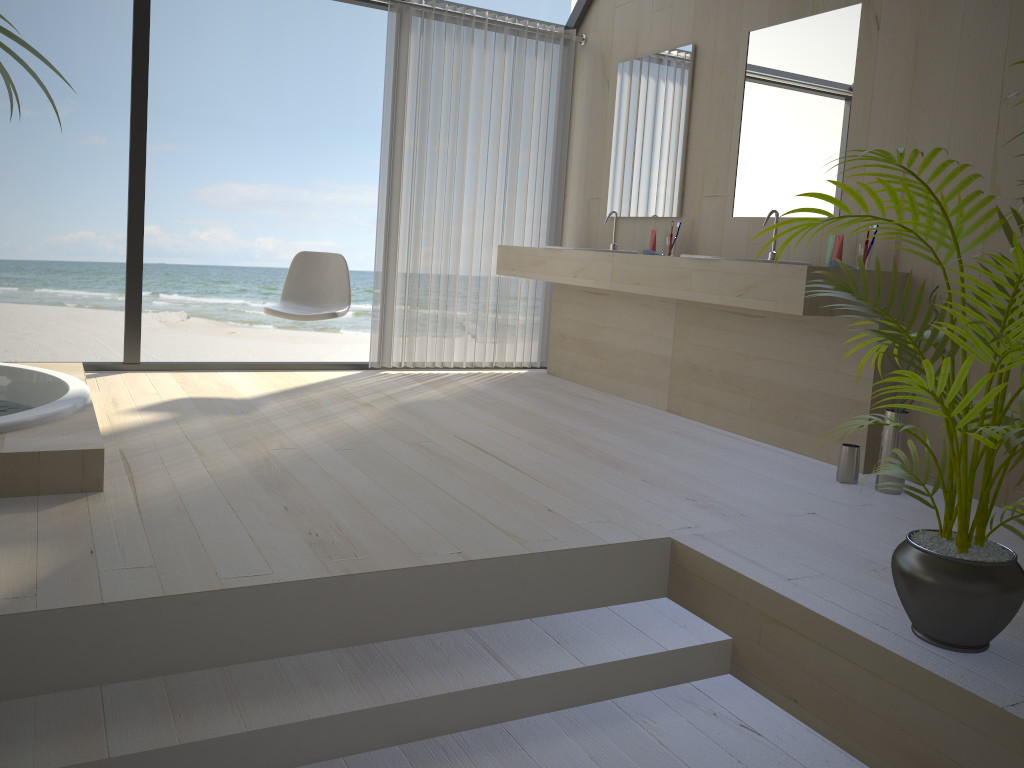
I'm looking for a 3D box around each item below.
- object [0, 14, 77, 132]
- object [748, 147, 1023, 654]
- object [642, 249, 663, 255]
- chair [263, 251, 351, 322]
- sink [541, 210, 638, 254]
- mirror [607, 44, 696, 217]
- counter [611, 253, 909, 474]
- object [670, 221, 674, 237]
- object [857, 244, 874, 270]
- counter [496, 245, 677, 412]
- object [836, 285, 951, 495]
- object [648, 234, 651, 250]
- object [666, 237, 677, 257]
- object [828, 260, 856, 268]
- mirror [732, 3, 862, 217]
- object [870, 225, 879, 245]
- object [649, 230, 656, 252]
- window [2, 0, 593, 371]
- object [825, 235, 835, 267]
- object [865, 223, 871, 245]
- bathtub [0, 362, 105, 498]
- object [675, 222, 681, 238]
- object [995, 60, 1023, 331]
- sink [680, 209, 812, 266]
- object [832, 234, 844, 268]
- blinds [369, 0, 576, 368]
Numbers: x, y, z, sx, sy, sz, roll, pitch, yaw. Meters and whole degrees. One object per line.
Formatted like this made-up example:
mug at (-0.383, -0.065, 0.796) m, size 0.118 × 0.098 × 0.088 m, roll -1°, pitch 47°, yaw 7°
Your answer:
object at (-1.011, -0.107, 0.882) m, size 1.066 × 1.337 × 0.878 m, roll -2°, pitch 9°, yaw -39°
object at (0.926, -0.031, 1.825) m, size 0.916 × 1.150 × 0.755 m, roll 5°, pitch 7°, yaw 5°
object at (0.712, -0.665, 4.470) m, size 0.104 × 0.029 × 0.033 m, roll 6°, pitch 8°, yaw 12°
chair at (-1.015, -0.493, 4.470) m, size 0.369 × 0.345 × 0.457 m, roll 4°, pitch 8°, yaw 0°
sink at (0.416, -0.736, 4.772) m, size 0.504 × 0.417 × 0.578 m, roll 1°, pitch 8°, yaw -25°
mirror at (0.739, -1.344, 4.807) m, size 0.023 × 0.863 × 0.658 m, roll 1°, pitch 7°, yaw -28°
counter at (0.974, -0.130, 3.805) m, size 0.550 × 0.786 × 1.214 m, roll 0°, pitch 9°, yaw -28°
object at (0.802, -0.732, 4.458) m, size 0.012 × 0.177 × 0.050 m, roll 5°, pitch 6°, yaw 11°
object at (1.365, -0.490, 3.433) m, size 0.058 × 0.099 × 0.059 m, roll 2°, pitch 7°, yaw -18°
counter at (0.413, -0.333, 4.864) m, size 0.550 × 0.786 × 1.214 m, roll 0°, pitch 9°, yaw -28°
object at (1.417, 0.009, 3.213) m, size 0.407 × 0.744 × 0.275 m, roll -1°, pitch 8°, yaw -40°
object at (0.738, -0.742, 4.658) m, size 0.039 × 0.134 × 0.039 m, roll 6°, pitch 6°, yaw 20°
object at (0.805, -0.694, 4.492) m, size 0.058 × 0.099 × 0.059 m, roll 1°, pitch 7°, yaw -21°
object at (1.272, -0.462, 3.412) m, size 0.104 × 0.029 × 0.033 m, roll 6°, pitch 8°, yaw 12°
mirror at (1.245, -1.169, 3.910) m, size 0.023 × 0.863 × 0.658 m, roll 1°, pitch 7°, yaw -28°
object at (1.384, -0.530, 3.429) m, size 0.054 × 0.174 × 0.012 m, roll 4°, pitch 5°, yaw -3°
object at (0.723, -0.725, 4.546) m, size 0.039 × 0.134 × 0.039 m, roll 6°, pitch 6°, yaw 20°
window at (-1.540, -1.410, 4.249) m, size 4.559 × 2.797 × 0.750 m, roll 0°, pitch 7°, yaw -28°
object at (1.299, -0.538, 3.599) m, size 0.039 × 0.134 × 0.039 m, roll 5°, pitch 6°, yaw 13°
object at (1.362, -0.528, 3.399) m, size 0.012 × 0.177 × 0.050 m, roll 5°, pitch 6°, yaw 11°
bathtub at (-2.341, 0.124, 2.800) m, size 1.821 × 0.694 × 1.659 m, roll -1°, pitch 9°, yaw -28°
object at (0.823, -0.733, 4.488) m, size 0.054 × 0.174 × 0.012 m, roll 4°, pitch 5°, yaw -3°
object at (1.587, -0.331, 2.186) m, size 0.786 × 1.746 × 0.941 m, roll 4°, pitch 6°, yaw -3°
sink at (0.976, -0.533, 3.713) m, size 0.504 × 0.417 × 0.578 m, roll 1°, pitch 8°, yaw -25°
object at (1.283, -0.522, 3.487) m, size 0.039 × 0.134 × 0.039 m, roll 5°, pitch 6°, yaw 13°
blinds at (-0.224, -1.124, 5.210) m, size 1.182 × 2.058 × 0.084 m, roll 1°, pitch 6°, yaw -28°
